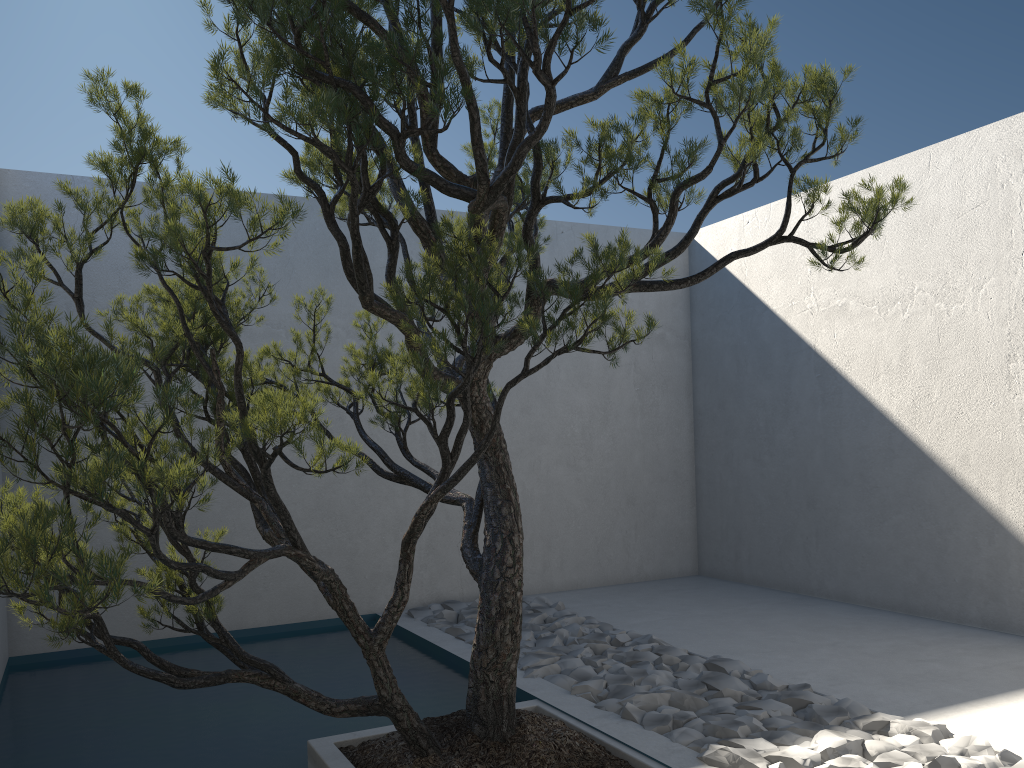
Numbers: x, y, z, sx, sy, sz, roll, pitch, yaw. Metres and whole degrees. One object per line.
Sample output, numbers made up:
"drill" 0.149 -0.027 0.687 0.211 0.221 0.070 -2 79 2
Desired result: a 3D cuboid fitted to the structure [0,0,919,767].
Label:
"structure" -0.327 -0.166 2.820 2.584 3.468 2.524 -1 -1 -33
